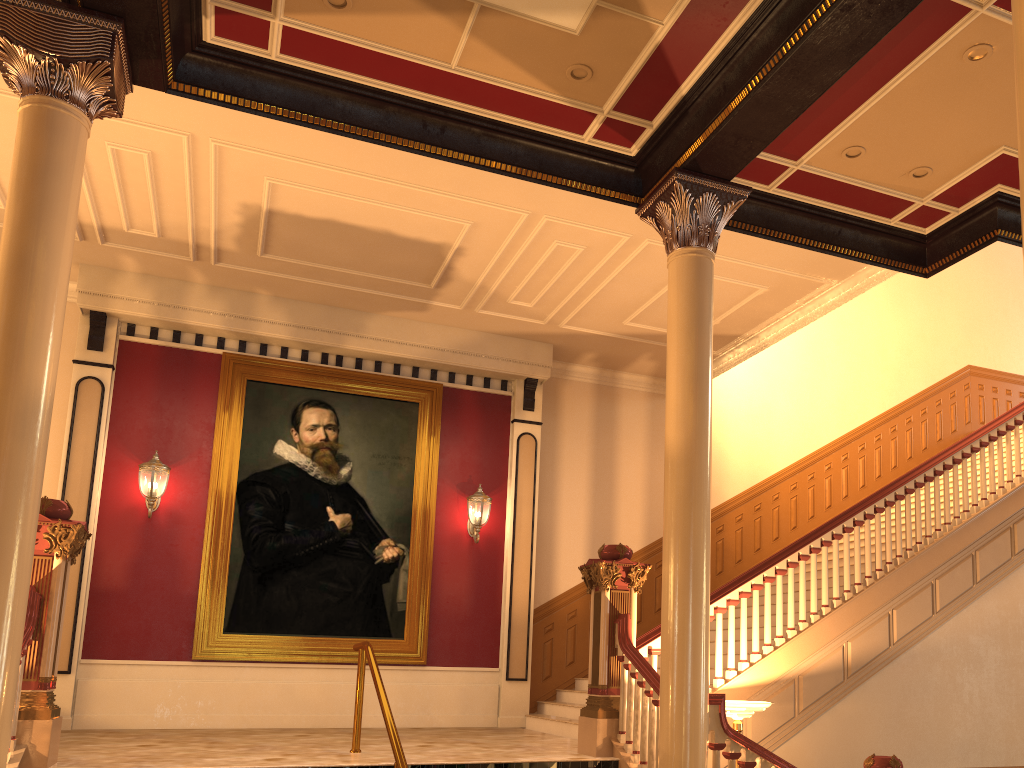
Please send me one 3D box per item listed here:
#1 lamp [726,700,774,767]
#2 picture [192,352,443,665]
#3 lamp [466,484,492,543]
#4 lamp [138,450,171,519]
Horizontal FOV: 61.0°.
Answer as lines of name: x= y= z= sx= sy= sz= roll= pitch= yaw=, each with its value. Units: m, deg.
lamp: x=1.769 y=3.520 z=6.837 sx=0.582 sy=1.959 sz=0.595 roll=2 pitch=-10 yaw=-2
picture: x=-2.138 y=1.470 z=10.041 sx=2.627 sy=3.361 sz=0.055 roll=7 pitch=-10 yaw=-22
lamp: x=-0.416 y=1.580 z=10.580 sx=0.328 sy=0.711 sz=0.394 roll=6 pitch=-12 yaw=-19
lamp: x=-3.812 y=1.070 z=9.239 sx=0.328 sy=0.711 sz=0.394 roll=6 pitch=-12 yaw=-19
